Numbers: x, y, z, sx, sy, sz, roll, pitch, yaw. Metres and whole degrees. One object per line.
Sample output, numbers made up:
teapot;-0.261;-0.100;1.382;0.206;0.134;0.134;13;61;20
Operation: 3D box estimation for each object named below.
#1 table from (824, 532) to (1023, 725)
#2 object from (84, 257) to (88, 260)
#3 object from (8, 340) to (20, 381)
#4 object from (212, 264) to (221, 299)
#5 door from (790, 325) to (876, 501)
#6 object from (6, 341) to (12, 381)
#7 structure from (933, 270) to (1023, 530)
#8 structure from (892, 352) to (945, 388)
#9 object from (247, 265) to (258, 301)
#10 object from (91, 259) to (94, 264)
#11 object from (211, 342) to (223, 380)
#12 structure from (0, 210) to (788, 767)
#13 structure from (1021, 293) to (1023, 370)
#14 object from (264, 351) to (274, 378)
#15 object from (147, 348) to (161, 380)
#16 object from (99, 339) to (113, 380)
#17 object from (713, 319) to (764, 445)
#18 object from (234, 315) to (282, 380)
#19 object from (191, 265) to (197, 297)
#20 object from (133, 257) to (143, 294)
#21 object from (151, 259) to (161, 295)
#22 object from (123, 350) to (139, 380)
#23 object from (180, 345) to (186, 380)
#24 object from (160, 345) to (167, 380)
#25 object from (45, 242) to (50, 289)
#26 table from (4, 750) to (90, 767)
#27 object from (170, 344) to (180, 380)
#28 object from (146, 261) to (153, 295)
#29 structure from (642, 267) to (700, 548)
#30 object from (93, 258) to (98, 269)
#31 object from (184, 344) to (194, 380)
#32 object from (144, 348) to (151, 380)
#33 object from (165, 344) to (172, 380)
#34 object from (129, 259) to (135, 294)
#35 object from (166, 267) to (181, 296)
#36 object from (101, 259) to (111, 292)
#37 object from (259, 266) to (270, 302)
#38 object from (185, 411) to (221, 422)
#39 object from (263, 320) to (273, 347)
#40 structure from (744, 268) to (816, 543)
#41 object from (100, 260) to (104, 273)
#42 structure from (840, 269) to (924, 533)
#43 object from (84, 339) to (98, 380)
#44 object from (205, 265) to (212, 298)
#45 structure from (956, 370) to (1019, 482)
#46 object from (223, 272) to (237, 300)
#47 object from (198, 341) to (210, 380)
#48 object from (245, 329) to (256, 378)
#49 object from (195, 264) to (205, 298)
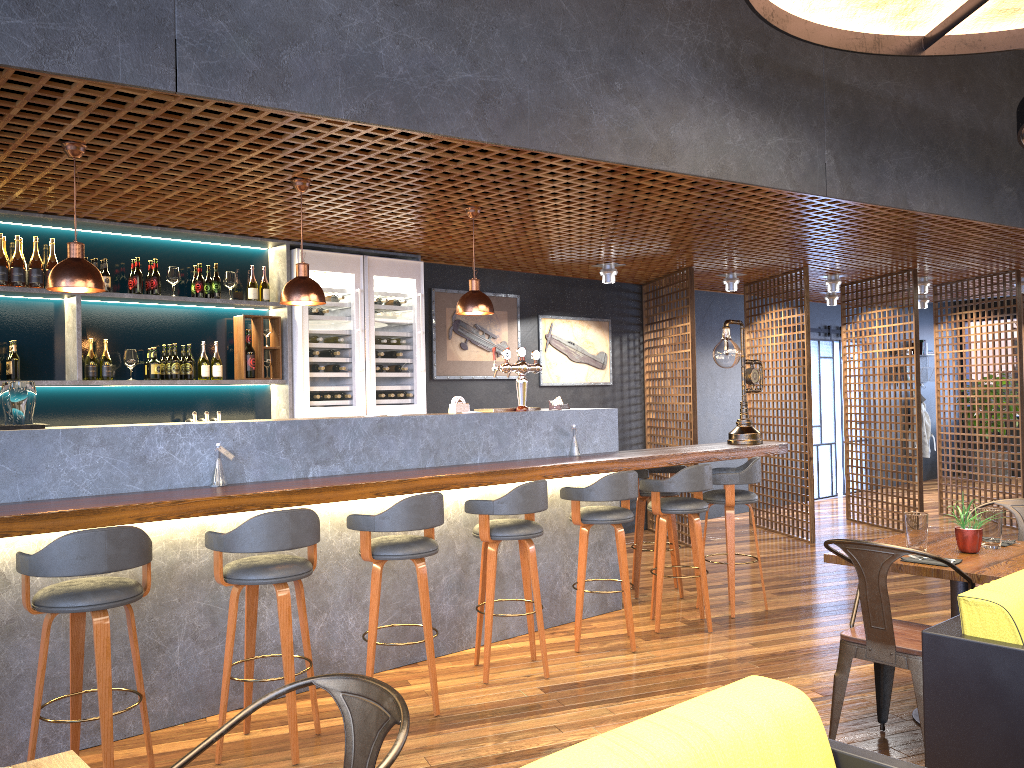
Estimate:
table;2.046;1.133;3.964;0.906;0.763;0.887;-1;-1;-41
object;-2.781;-0.713;5.787;0.056;0.227;0.056;-1;-1;10
object;-3.088;-0.146;5.503;0.063;0.254;0.063;-1;-1;-34
object;-2.115;-0.733;6.343;0.063;0.254;0.063;-1;-1;-14
door;4.570;0.373;12.458;2.441;2.386;0.052;-1;-1;-41
object;-3.152;-0.143;5.590;0.063;0.254;0.063;-1;-1;21
structure;5.158;0.179;9.836;0.050;2.700;1.319;-1;-1;-11
structure;6.402;-0.212;13.924;1.220;0.563;0.293;-1;-1;-41
object;-1.938;-0.746;6.627;0.079;0.281;0.079;-1;-1;-33
object;-2.777;-0.712;5.872;0.056;0.227;0.056;-1;-1;10
object;-2.143;-0.167;6.431;0.079;0.281;0.079;-2;-1;42
structure;-2.184;0.262;4.766;9.298;2.700;2.700;-1;-1;-41
structure;6.338;0.158;10.072;0.050;2.700;1.319;-1;-1;-11
object;-1.839;-0.144;6.661;0.097;0.206;0.097;-1;-1;-1
object;-2.447;-0.136;6.057;0.088;0.224;0.088;-1;-1;18
object;-2.715;-0.161;5.928;0.079;0.281;0.079;-2;-1;27
object;1.753;-0.017;6.765;0.263;0.944;0.566;-2;-1;41
object;-1.895;-0.267;6.612;0.300;0.475;0.161;0;-1;-42
object;-2.287;-0.729;6.407;0.063;0.254;0.063;-1;-1;-14
object;-2.530;-0.729;5.994;0.063;0.254;0.063;0;-1;-44
object;-2.443;-0.730;6.081;0.063;0.254;0.063;-1;-1;21
object;-2.570;-0.126;5.983;0.097;0.206;0.097;-1;-1;17
object;-2.339;-0.150;6.314;0.063;0.254;0.063;-1;-1;-34
object;-2.451;-0.148;6.250;0.063;0.254;0.063;-1;-1;11
object;-2.994;-0.762;5.770;0.084;0.330;0.084;-1;-1;-35
table;-0.971;1.160;1.272;0.887;0.763;0.906;-1;-1;-41
object;-2.332;-0.152;6.137;0.063;0.254;0.063;-1;-1;-39
object;-2.506;-0.728;6.150;0.063;0.254;0.063;-2;-1;36
structure;1.618;0.242;9.127;0.050;2.700;1.319;-1;-1;-11
object;-2.736;-0.713;5.827;0.056;0.227;0.056;-2;-1;25
object;-2.278;-0.152;6.258;0.063;0.254;0.063;-1;-1;11
object;-2.508;-0.134;6.150;0.088;0.224;0.088;-2;-1;43
object;-2.390;-0.150;6.193;0.063;0.254;0.063;-1;-1;-14
object;-2.592;-0.727;6.073;0.063;0.254;0.063;-1;-1;11
object;-2.354;-0.707;6.166;0.097;0.206;0.097;-1;-1;17
object;-2.689;-0.714;5.868;0.056;0.227;0.056;-2;-1;35
object;-1.867;-0.747;6.690;0.079;0.281;0.079;-1;-1;17
object;-2.221;0.443;6.359;0.310;0.492;0.204;-1;-1;-41
object;-1.843;-0.378;6.664;0.097;0.206;0.097;-1;-1;-1
structure;2.798;0.221;9.363;0.050;2.700;1.319;-1;-1;-11
object;-2.730;-0.712;5.913;0.056;0.227;0.056;-1;-1;-40
structure;3.978;0.200;9.599;0.050;2.700;1.319;-1;-1;-11
object;-2.785;-0.160;5.866;0.079;0.281;0.079;-1;-1;-38
object;-2.193;-0.731;6.409;0.063;0.254;0.063;-1;-1;11
structure;7.767;0.654;14.275;1.166;1.763;0.993;-1;-1;19
object;-2.049;-0.710;6.454;0.097;0.206;0.097;-1;-1;17
object;-2.214;-0.166;6.369;0.079;0.281;0.079;-1;-1;22
object;-1.949;-0.221;6.566;0.092;0.369;0.091;-1;-1;18
object;-2.226;-0.731;6.325;0.063;0.254;0.063;-1;-1;1
